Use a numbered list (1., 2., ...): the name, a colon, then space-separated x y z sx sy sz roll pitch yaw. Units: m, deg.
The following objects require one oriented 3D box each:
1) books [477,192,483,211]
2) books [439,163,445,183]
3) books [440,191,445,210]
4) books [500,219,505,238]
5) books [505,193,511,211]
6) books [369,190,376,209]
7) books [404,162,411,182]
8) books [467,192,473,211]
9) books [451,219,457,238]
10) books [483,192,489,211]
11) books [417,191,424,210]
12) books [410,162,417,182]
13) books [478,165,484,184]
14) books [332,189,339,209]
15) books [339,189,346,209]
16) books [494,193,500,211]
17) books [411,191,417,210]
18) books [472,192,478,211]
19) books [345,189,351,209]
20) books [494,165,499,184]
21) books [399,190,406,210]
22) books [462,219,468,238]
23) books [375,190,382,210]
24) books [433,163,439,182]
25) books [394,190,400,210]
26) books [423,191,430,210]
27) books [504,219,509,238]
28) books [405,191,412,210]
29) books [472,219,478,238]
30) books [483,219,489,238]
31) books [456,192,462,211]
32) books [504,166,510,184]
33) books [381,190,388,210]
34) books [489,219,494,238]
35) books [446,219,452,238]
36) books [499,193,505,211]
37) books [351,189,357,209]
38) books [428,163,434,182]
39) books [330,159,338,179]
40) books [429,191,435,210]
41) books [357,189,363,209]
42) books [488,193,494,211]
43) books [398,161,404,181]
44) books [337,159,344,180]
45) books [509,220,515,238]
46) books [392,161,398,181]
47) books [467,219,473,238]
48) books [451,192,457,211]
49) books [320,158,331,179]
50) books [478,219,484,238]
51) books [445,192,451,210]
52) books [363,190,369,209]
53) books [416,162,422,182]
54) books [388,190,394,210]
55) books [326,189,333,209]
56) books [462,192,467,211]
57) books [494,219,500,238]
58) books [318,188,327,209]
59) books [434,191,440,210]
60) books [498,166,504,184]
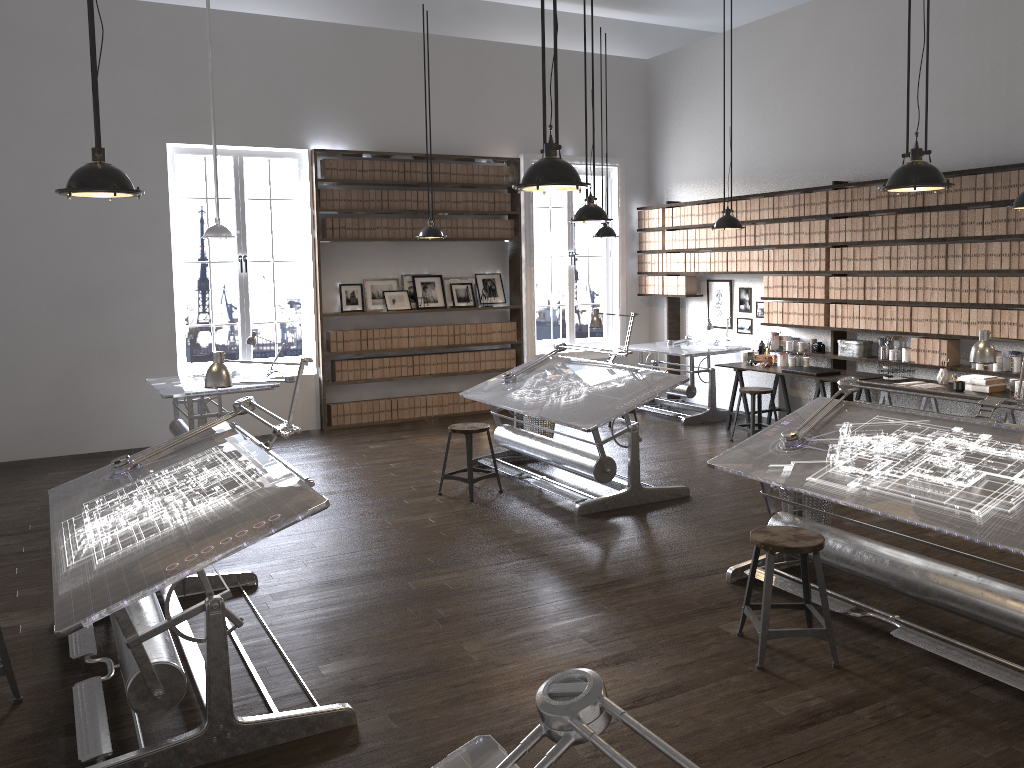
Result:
1. books: -0.409 -2.137 10.430 0.067 0.225 0.175 -4 6 -28
2. books: -0.832 -2.415 10.183 0.067 0.224 0.175 -4 6 -28
3. books: -0.834 -2.099 10.207 0.067 0.225 0.175 -4 6 -28
4. books: -0.155 -1.848 10.579 0.067 0.225 0.175 -4 6 -28
5. books: -0.084 -2.165 10.600 0.067 0.224 0.175 -4 6 -28
6. books: -1.572 -2.032 9.810 0.067 0.225 0.175 -4 6 -28
7. books: -1.207 -2.381 9.980 0.067 0.225 0.175 -4 6 -28
8. books: -0.528 -2.125 10.361 0.067 0.225 0.175 -4 6 -28
9. books: -0.703 -1.800 10.296 0.067 0.225 0.175 -4 6 -28
10. books: -0.345 -2.142 10.460 0.067 0.225 0.175 -4 6 -28
11. books: -1.071 -2.077 10.075 0.067 0.225 0.175 -4 6 -28
12. books: -1.144 -2.388 10.020 0.067 0.224 0.175 -4 6 -28
13. books: -0.399 -2.454 10.411 0.067 0.224 0.175 -4 6 -28
14. books: -1.935 -1.999 9.617 0.067 0.225 0.175 -4 6 -28
15. books: -1.872 -2.005 9.652 0.067 0.224 0.175 -4 6 -28
16. books: -0.215 -2.153 10.527 0.067 0.225 0.175 -4 6 -28
17. books: -1.137 -2.071 10.042 0.067 0.225 0.175 -4 6 -28
18. books: -0.472 -2.131 10.397 0.067 0.225 0.175 -4 6 -28
19. books: -1.817 -2.010 9.683 0.067 0.224 0.175 -4 6 -28
20. books: -0.226 -2.470 10.505 0.067 0.225 0.175 -4 6 -28
21. books: -1.264 -2.059 9.971 0.067 0.225 0.175 -4 6 -28
22. books: -0.584 -1.811 10.358 0.067 0.224 0.175 -4 6 -28
23. books: -1.512 -2.038 9.847 0.067 0.225 0.175 -4 6 -28
24. books: -0.898 -2.409 10.149 0.067 0.225 0.175 -4 6 -28
25. books: -1.321 -2.055 9.945 0.067 0.224 0.175 -4 6 -28
26. books: -1.008 -2.082 10.110 0.067 0.224 0.175 -4 6 -28
27. books: -0.101 -1.854 10.613 0.067 0.224 0.175 -4 6 -28
28. books: -1.200 -2.065 10.005 0.067 0.225 0.175 -4 6 -28
29. books: -0.463 -1.821 10.418 0.067 0.225 0.175 -4 6 -28
30. books: -0.342 -1.833 10.488 0.067 0.225 0.175 -4 6 -28
31. books: -0.644 -2.115 10.303 0.067 0.224 0.175 -4 6 -28
32. books: -0.099 -2.480 10.568 0.067 0.225 0.175 -4 6 -28
33. books: -1.443 -2.043 9.877 0.067 0.225 0.175 -4 6 -28
34. books: -0.279 -1.838 10.517 0.067 0.225 0.175 -4 6 -28
35. books: -0.766 -1.795 10.263 0.067 0.225 0.175 -4 6 -28
36. books: -0.152 -2.159 10.567 0.067 0.224 0.175 -4 6 -28
37. books: -1.756 -2.015 9.710 0.067 0.225 0.175 -4 6 -28
38. books: -0.961 -2.404 10.118 0.067 0.225 0.175 -4 6 -28
39. books: -1.947 -2.315 9.587 0.067 0.225 0.175 -4 6 -28
40. books: -0.953 -2.088 10.141 0.067 0.224 0.175 -4 6 -28
41. books: -1.699 -2.021 9.747 0.067 0.225 0.175 -4 6 -28
42. books: -0.284 -2.148 10.497 0.067 0.225 0.175 -4 6 -28
43. books: -1.275 -2.376 9.950 0.067 0.225 0.175 -4 6 -28
44. books: -1.885 -2.321 9.624 0.067 0.225 0.175 -4 6 -28
45. books: -0.040 -1.859 10.646 0.067 0.225 0.175 -4 6 -28
46. books: -1.336 -2.370 9.913 0.067 0.225 0.175 -4 6 -28
47. books: -0.528 -1.815 10.386 0.067 0.224 0.175 -4 6 -28
48. books: -0.707 -2.109 10.267 0.067 0.225 0.175 -4 6 -28
49. books: -2.011 -2.309 9.553 0.067 0.225 0.175 -4 6 -28
50. books: -0.403 -1.827 10.454 0.067 0.225 0.175 -4 6 -28
51. books: -0.771 -2.104 10.238 0.067 0.225 0.175 -4 6 -28
52. books: -1.637 -2.027 9.780 0.067 0.225 0.175 -4 6 -28
53. books: -1.083 -2.392 10.045 0.067 0.225 0.175 -4 6 -28
54. books: -1.380 -2.050 9.917 0.067 0.224 0.175 -4 6 -28
55. books: -1.999 -1.994 9.588 0.067 0.225 0.175 -4 6 -28
56. books: -0.589 -2.120 10.333 0.067 0.224 0.175 -4 6 -28
57. books: -0.214 -1.843 10.548 0.067 0.225 0.175 -4 6 -28
58. books: -2.061 -1.989 9.557 0.067 0.225 0.175 -4 6 -28
59. books: -0.892 -2.092 10.168 0.067 0.225 0.175 -4 6 -28
60. books: -0.163 -2.475 10.539 0.067 0.225 0.175 -4 6 -28
